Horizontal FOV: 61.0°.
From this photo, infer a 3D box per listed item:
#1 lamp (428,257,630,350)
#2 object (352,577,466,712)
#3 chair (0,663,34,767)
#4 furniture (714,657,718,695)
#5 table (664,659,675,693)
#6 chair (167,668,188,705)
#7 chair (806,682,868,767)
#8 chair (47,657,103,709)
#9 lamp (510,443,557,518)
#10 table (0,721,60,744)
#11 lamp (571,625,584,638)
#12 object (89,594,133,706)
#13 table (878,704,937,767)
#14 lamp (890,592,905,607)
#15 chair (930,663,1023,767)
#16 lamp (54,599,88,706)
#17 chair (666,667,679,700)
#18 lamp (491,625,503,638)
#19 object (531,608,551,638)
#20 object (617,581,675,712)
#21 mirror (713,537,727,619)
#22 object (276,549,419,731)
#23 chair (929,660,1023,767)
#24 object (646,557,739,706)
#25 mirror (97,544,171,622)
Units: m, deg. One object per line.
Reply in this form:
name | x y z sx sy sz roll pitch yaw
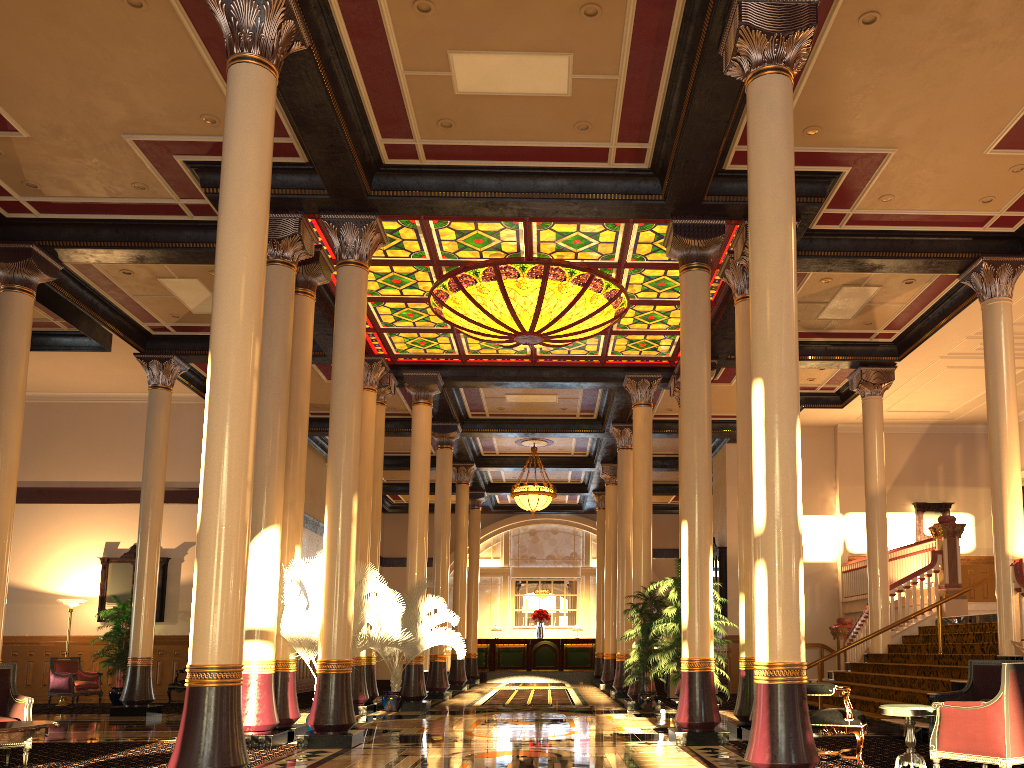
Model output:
lamp | 0.257 -0.942 12.898 3.002 0.588 3.088 0 -17 -2
object | -1.665 4.342 14.556 1.816 2.221 2.140 0 -12 4
chair | -4.489 2.823 7.326 0.720 0.899 0.627 11 -15 -44
furniture | 4.286 6.721 20.205 0.807 0.920 2.237 0 -16 2
table | 3.078 6.606 19.601 1.105 0.754 1.687 0 -15 1
chair | -6.064 5.582 16.617 0.720 1.074 0.784 -5 -12 25
chair | 2.862 2.897 7.944 0.731 1.074 0.772 -3 -11 15
chair | -7.996 5.476 15.956 0.629 0.899 0.718 -4 -12 20
lamp | 0.542 2.426 21.784 1.199 1.863 1.213 1 -10 -5
table | -3.545 2.477 5.573 0.681 0.521 1.292 -7 -17 26
lamp | 2.153 8.147 28.608 0.446 0.433 0.412 12 -17 -44
object | -7.454 5.067 16.653 1.133 2.103 1.010 9 -12 -41
table | 3.239 2.900 7.064 0.468 0.543 0.507 -10 -15 40
lamp | 6.810 4.741 15.519 0.596 1.967 0.578 3 -9 -18
chair | 3.514 2.495 6.344 0.712 0.899 0.635 7 -12 -29
lamp | -8.500 5.130 16.615 0.609 1.967 0.565 7 -11 -39
chair | 3.681 6.119 18.178 0.754 0.892 1.004 -4 -13 20
lamp | -0.494 8.126 28.512 0.446 0.433 0.412 12 -17 -44
object | 5.019 2.103 15.292 0.686 4.180 30.094 3 -17 -16
object | 2.268 4.343 14.395 1.053 2.103 1.089 2 -10 -11
mirror | 4.962 4.725 21.225 0.255 1.940 1.830 0 -12 2
object | -2.190 3.074 10.382 2.088 2.207 1.833 3 -12 -12
chair | 4.005 2.809 7.376 0.670 0.899 0.674 6 -13 -29
object | 2.131 3.088 10.307 1.133 2.103 1.010 9 -12 -41
mirror | -7.619 3.997 17.458 1.387 1.520 0.204 1 -8 -2
